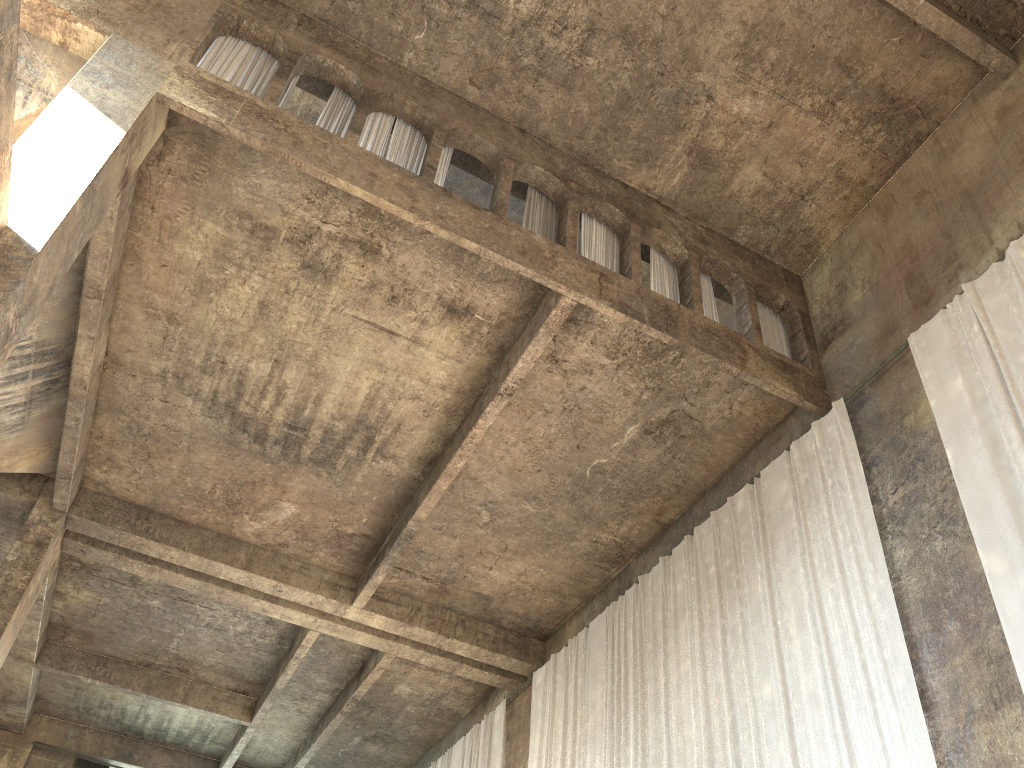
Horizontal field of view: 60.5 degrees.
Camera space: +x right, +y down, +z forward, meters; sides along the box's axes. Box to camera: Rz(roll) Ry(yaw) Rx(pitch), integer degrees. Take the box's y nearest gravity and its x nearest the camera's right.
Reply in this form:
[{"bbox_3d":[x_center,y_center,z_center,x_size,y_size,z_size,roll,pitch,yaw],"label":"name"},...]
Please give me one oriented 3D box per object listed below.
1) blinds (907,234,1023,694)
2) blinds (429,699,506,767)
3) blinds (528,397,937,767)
[{"bbox_3d":[5.644,-0.056,4.025,0.278,8.070,8.263,20,-46,-14],"label":"blinds"},{"bbox_3d":[-2.122,11.170,16.191,0.279,8.070,8.248,22,-46,-15],"label":"blinds"},{"bbox_3d":[1.767,5.549,10.099,0.278,8.070,8.263,20,-46,-14],"label":"blinds"}]
